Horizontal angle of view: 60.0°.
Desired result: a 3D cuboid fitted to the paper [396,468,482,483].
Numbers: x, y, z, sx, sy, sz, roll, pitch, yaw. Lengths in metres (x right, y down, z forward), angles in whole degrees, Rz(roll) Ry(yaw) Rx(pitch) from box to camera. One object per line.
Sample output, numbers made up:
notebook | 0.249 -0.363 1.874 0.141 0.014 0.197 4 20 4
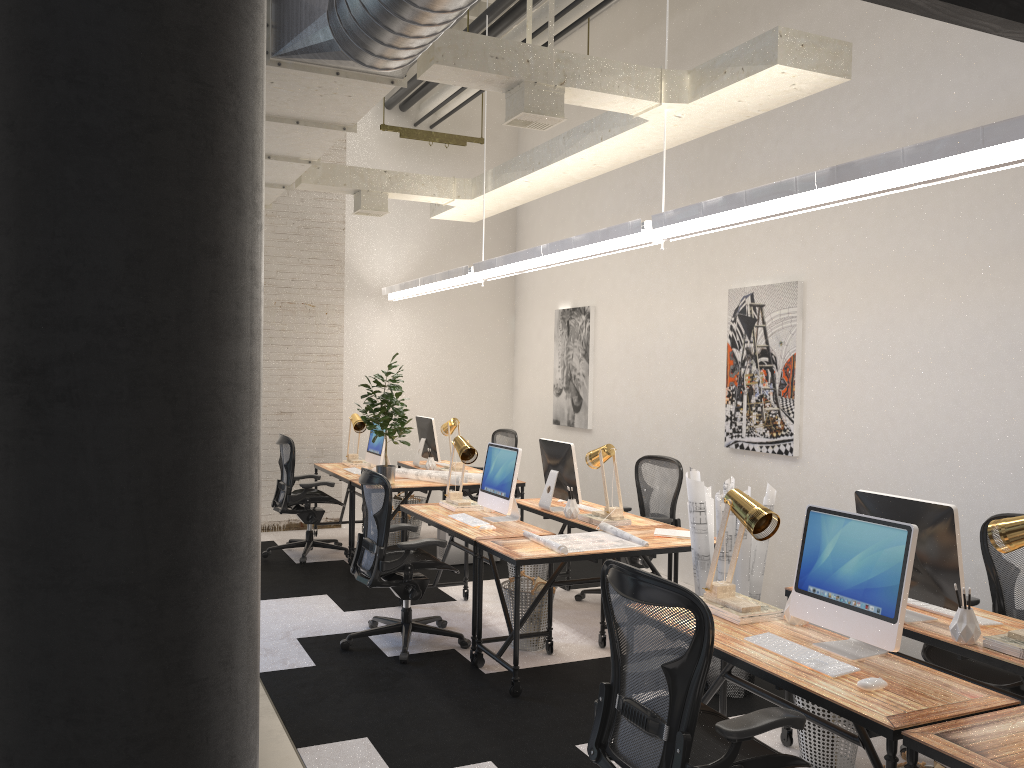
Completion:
paper | -0.671 0.777 7.632 1.134 0.082 0.083 1 1 30

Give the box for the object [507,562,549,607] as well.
object | 0.120 1.379 6.471 0.353 0.435 0.358 0 1 -29

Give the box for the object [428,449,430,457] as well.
object | -0.763 0.705 8.249 0.054 0.207 0.008 0 2 -38

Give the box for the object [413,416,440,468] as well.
object | -0.842 0.561 8.590 0.189 0.485 0.483 0 1 -25

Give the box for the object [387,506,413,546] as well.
object | -1.050 1.317 7.872 0.353 0.435 0.358 0 1 -29

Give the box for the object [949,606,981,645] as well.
object | 1.653 0.880 3.236 0.101 0.127 0.101 2 1 20

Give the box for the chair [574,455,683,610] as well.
chair | 0.900 1.071 6.418 0.792 1.086 0.770 0 2 -41

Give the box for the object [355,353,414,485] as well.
object | -1.045 0.280 7.242 0.438 1.078 0.513 0 2 -34

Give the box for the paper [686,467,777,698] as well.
paper | 1.142 1.038 4.751 0.440 1.198 0.412 3 2 43

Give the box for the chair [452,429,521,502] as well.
chair | -0.250 0.995 8.839 0.792 1.086 0.770 0 2 -41

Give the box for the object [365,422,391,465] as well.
object | -1.211 0.560 8.130 0.189 0.485 0.483 0 1 -25

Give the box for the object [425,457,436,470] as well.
object | -0.758 0.746 8.264 0.101 0.127 0.101 2 1 20

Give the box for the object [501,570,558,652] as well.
object | 0.101 1.392 5.451 0.353 0.435 0.358 0 1 -29

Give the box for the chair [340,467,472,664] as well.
chair | -0.668 1.054 5.485 0.792 1.086 0.770 0 2 -41

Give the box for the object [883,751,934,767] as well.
object | 1.361 1.451 2.844 0.353 0.435 0.358 0 1 -29

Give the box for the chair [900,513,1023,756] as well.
chair | 2.161 1.129 3.811 0.792 1.086 0.770 0 2 -41

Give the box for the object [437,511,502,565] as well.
object | -0.368 1.323 7.785 0.544 0.455 0.221 1 2 -25

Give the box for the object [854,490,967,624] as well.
object | 1.569 0.695 3.562 0.189 0.485 0.483 0 1 -25

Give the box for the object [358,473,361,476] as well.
object | -1.296 0.790 7.766 0.106 0.029 0.059 1 1 -24

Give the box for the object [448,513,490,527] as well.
object | -0.277 0.866 5.646 0.118 0.018 0.438 1 1 -25

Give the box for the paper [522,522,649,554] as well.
paper | 0.412 0.872 5.044 0.626 0.061 0.567 1 1 -27

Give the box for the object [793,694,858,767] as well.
object | 1.380 1.437 3.864 0.353 0.435 0.358 0 1 -29

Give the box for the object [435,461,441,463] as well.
object | -0.765 0.783 8.968 0.106 0.029 0.059 1 1 -24

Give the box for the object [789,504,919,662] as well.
object | 1.200 0.694 3.102 0.189 0.485 0.483 0 1 -25

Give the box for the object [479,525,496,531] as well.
object | -0.145 0.865 5.345 0.106 0.029 0.059 1 1 -24

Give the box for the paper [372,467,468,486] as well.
paper | -0.823 0.775 7.563 1.134 0.082 0.083 2 1 40

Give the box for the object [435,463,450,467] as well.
object | -0.634 0.796 8.667 0.118 0.018 0.438 1 1 -25

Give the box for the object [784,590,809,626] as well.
object | 1.109 0.867 3.439 0.101 0.127 0.101 2 1 20

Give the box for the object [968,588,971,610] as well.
object | 1.661 0.838 3.222 0.008 0.207 0.054 2 2 30

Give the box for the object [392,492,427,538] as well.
object | -1.031 1.303 8.892 0.353 0.435 0.358 0 1 -29

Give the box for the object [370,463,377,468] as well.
object | -1.302 0.733 8.467 0.101 0.127 0.101 2 1 20

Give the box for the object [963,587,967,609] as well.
object | 1.649 0.839 3.221 0.054 0.207 0.008 0 2 -38

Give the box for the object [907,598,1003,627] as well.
object | 1.777 0.930 3.639 0.118 0.018 0.438 1 1 -25

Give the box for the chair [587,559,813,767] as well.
chair | 0.593 1.113 2.878 0.792 1.086 0.770 0 2 -41

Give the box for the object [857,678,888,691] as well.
object | 1.115 0.924 2.738 0.106 0.029 0.059 1 1 -24

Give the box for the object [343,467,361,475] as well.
object | -1.428 0.790 8.067 0.118 0.018 0.438 1 1 -25

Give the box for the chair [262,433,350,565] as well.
chair | -1.819 0.979 7.906 0.792 1.086 0.770 0 2 -41

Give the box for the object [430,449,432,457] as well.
object | -0.750 0.704 8.250 0.008 0.207 0.054 2 2 30

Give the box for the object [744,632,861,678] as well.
object | 0.983 0.924 3.038 0.118 0.018 0.438 1 1 -25

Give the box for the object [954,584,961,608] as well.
object | 1.642 0.837 3.244 0.008 0.207 0.054 0 2 -42
